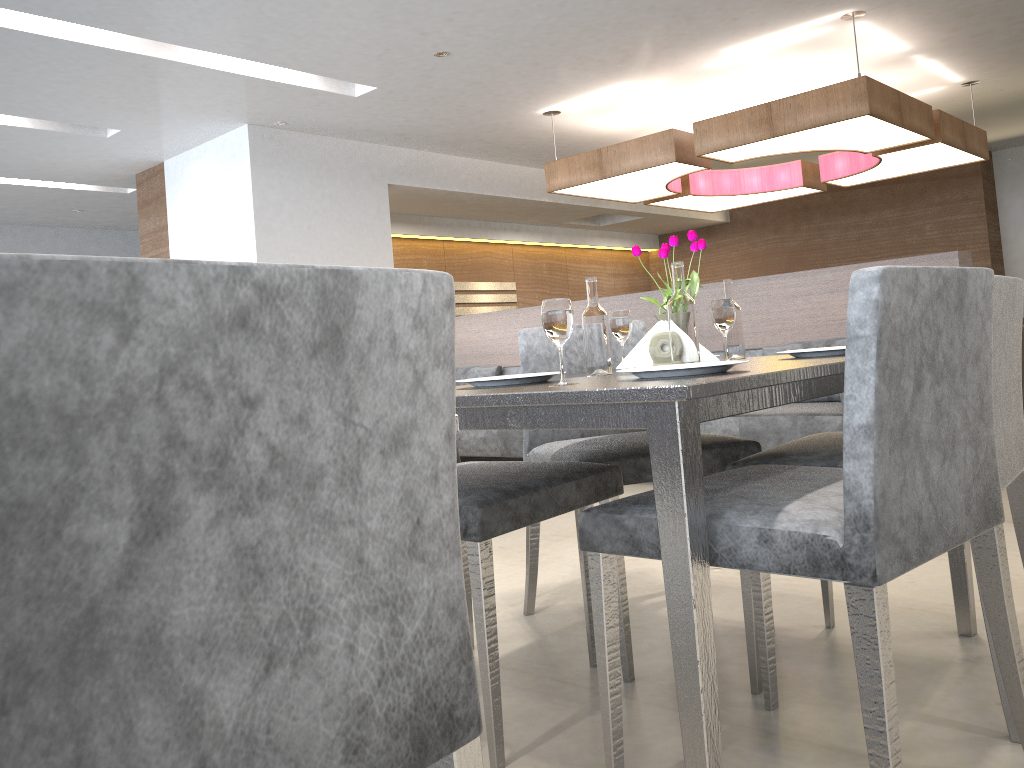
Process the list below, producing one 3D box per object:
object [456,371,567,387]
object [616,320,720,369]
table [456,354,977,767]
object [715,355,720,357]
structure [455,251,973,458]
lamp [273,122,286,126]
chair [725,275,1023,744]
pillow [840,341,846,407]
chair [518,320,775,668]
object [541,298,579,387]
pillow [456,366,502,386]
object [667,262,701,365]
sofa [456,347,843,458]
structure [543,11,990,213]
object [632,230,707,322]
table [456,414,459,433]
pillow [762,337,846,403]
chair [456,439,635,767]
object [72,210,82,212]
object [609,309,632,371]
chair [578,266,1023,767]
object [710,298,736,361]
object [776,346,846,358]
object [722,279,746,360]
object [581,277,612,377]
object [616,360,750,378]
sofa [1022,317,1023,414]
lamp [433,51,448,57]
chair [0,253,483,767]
[{"bbox_3d":[-0.002,-0.008,1.714,0.216,0.015,0.217,-4,2,23],"label":"object"},{"bbox_3d":[0.300,-0.076,1.729,0.203,0.100,0.070,-5,-1,13],"label":"object"},{"bbox_3d":[0.359,0.287,1.779,0.774,0.636,1.192,-5,1,43],"label":"table"},{"bbox_3d":[0.395,-0.054,2.145,0.216,0.015,0.217,-4,2,23],"label":"object"},{"bbox_3d":[0.808,-0.052,5.441,3.759,1.010,0.224,-3,-1,43],"label":"structure"},{"bbox_3d":[-1.677,-1.879,6.378,0.089,0.007,0.089,-5,2,-2],"label":"lamp"},{"bbox_3d":[0.757,0.192,1.765,0.490,0.764,0.478,-6,-2,38],"label":"chair"},{"bbox_3d":[1.596,-0.057,3.909,0.150,0.325,0.576,-6,-1,43],"label":"pillow"},{"bbox_3d":[0.293,0.215,2.231,0.478,0.764,0.490,-4,-1,-17],"label":"chair"},{"bbox_3d":[0.077,-0.068,1.428,0.053,0.139,0.053,-5,-2,1],"label":"object"},{"bbox_3d":[-0.331,0.036,6.014,0.635,0.321,0.181,-4,-1,43],"label":"pillow"},{"bbox_3d":[0.311,-0.122,1.614,0.052,0.202,0.051,-4,-2,-5],"label":"object"},{"bbox_3d":[0.475,0.181,5.045,3.784,0.630,0.837,-3,1,43],"label":"sofa"},{"bbox_3d":[1.950,-1.895,6.761,2.433,0.620,2.453,-3,2,43],"label":"structure"},{"bbox_3d":[0.333,-0.169,1.784,0.103,0.277,0.155,-7,-2,40],"label":"object"},{"bbox_3d":[-0.715,0.409,0.705,0.774,0.636,1.192,-5,1,43],"label":"table"},{"bbox_3d":[1.508,-0.062,4.313,0.635,0.321,0.181,-4,-1,43],"label":"pillow"},{"bbox_3d":[-0.101,0.261,1.815,0.490,0.764,0.478,-6,-2,38],"label":"chair"},{"bbox_3d":[-4.357,-1.735,8.859,0.089,0.007,0.089,-5,2,-2],"label":"object"},{"bbox_3d":[0.255,-0.102,2.049,0.053,0.139,0.053,-5,-2,1],"label":"object"},{"bbox_3d":[0.442,0.231,1.338,0.478,0.764,0.490,-3,-2,-42],"label":"chair"},{"bbox_3d":[0.463,-0.115,1.922,0.053,0.139,0.053,-5,-2,1],"label":"object"},{"bbox_3d":[0.677,-0.069,1.884,0.216,0.015,0.217,-4,2,23],"label":"object"},{"bbox_3d":[0.546,-0.160,2.201,0.052,0.202,0.051,-4,-2,-5],"label":"object"},{"bbox_3d":[0.169,-0.116,1.791,0.052,0.202,0.051,-4,-2,-5],"label":"object"},{"bbox_3d":[0.280,-0.023,1.454,0.216,0.015,0.217,-4,2,23],"label":"object"},{"bbox_3d":[1.994,-0.020,6.688,3.752,0.677,3.187,-3,2,43],"label":"sofa"},{"bbox_3d":[-0.420,-1.946,5.216,0.089,0.007,0.089,-5,2,-2],"label":"lamp"},{"bbox_3d":[-0.318,0.314,0.691,0.490,0.764,0.478,-6,-2,38],"label":"chair"}]
